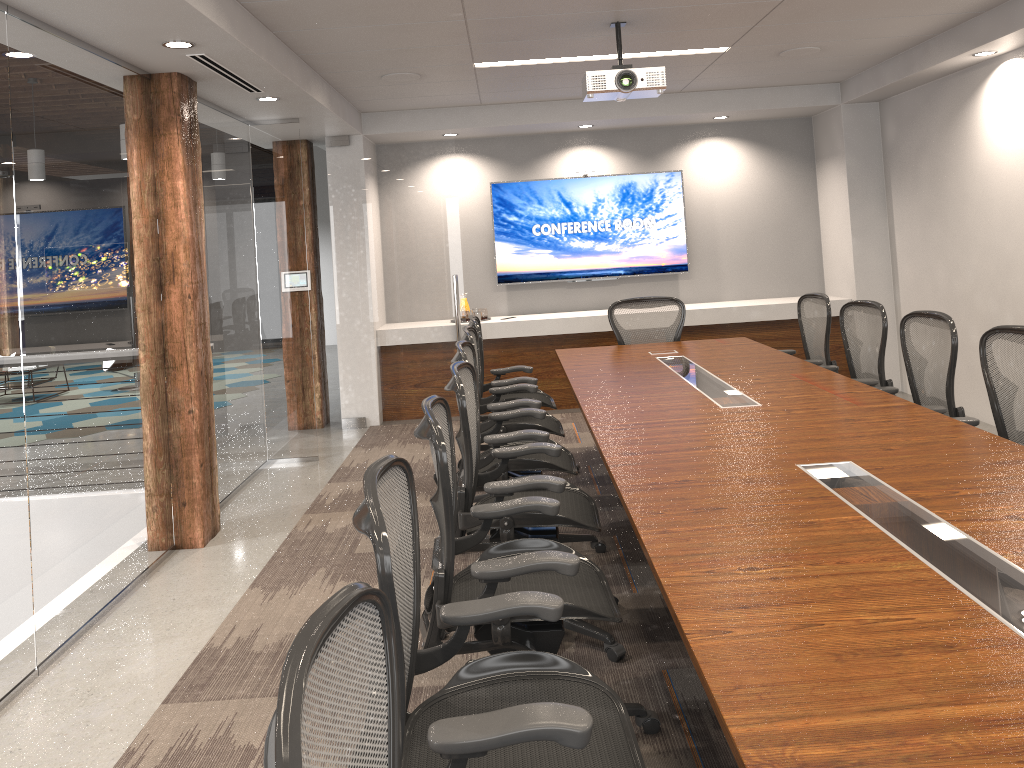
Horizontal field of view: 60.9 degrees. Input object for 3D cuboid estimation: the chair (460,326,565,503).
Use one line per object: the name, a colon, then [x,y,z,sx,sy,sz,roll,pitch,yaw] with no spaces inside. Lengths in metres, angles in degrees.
chair: [0.003,0.190,5.118,0.795,1.090,0.770,-4,2,-16]

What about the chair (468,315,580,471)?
chair: [0.044,0.064,5.888,0.761,1.090,0.805,-4,2,6]

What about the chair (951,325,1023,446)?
chair: [1.836,0.334,3.485,0.761,1.090,0.806,-4,2,2]

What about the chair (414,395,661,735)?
chair: [0.061,0.578,2.679,0.763,1.090,0.803,-4,2,-11]

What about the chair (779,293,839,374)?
chair: [1.837,-0.055,5.903,0.761,1.090,0.806,-4,2,2]

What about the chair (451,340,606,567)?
chair: [0.061,0.320,4.286,0.762,1.090,0.804,-4,2,-7]

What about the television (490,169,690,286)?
television: [0.763,-1.570,8.601,1.908,1.109,0.065,-4,-2,0]

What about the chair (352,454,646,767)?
chair: [-0.022,0.710,1.894,0.795,1.090,0.770,-4,2,-18]

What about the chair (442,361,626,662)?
chair: [0.049,0.447,3.504,0.795,1.090,0.771,-4,2,-14]

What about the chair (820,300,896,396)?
chair: [1.847,0.073,5.105,0.760,1.090,0.806,-3,2,10]

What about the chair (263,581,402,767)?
chair: [0.021,0.837,1.084,0.797,1.090,0.769,-5,2,-26]

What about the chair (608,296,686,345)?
chair: [1.080,-0.082,6.382,0.773,1.090,0.793,-4,2,-16]

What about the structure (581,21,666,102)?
structure: [0.649,-1.923,5.173,0.460,0.456,0.319,-4,2,0]

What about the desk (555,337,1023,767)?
desk: [1.059,0.561,3.395,1.403,0.749,6.108,-4,9,0]

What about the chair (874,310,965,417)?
chair: [1.882,0.206,4.263,0.795,1.090,0.771,-4,2,-14]
